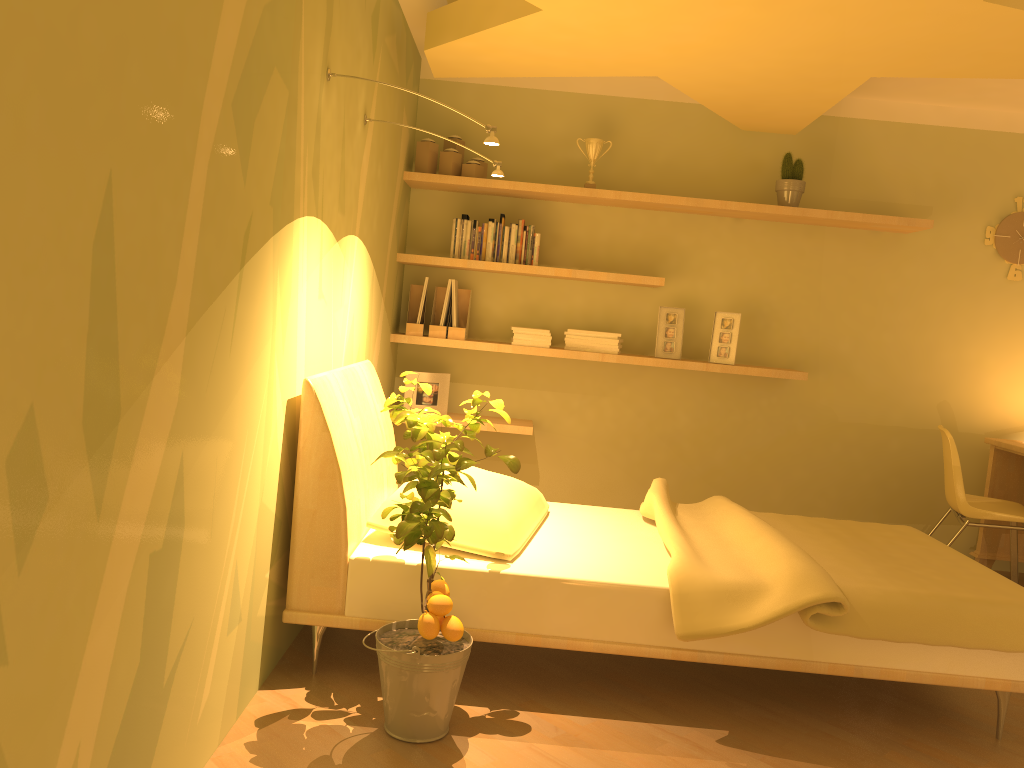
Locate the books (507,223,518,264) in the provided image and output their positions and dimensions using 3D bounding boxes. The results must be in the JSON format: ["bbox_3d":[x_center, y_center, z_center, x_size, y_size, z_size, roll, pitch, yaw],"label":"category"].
[{"bbox_3d":[0.002,-0.707,4.517,0.040,0.203,0.157,5,5,0],"label":"books"}]

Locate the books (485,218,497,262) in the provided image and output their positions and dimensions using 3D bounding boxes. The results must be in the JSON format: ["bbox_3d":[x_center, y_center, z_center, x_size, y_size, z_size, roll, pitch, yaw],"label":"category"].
[{"bbox_3d":[-0.106,-0.723,4.512,0.038,0.217,0.166,5,5,0],"label":"books"}]

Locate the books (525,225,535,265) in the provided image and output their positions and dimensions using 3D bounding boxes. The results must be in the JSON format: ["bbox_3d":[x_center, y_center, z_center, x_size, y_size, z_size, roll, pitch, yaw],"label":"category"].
[{"bbox_3d":[0.092,-0.698,4.516,0.032,0.203,0.157,5,5,0],"label":"books"}]

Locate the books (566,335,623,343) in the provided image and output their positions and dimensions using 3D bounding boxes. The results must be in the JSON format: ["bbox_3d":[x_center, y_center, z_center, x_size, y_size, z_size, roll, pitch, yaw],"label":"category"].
[{"bbox_3d":[0.425,-0.233,4.543,0.270,0.015,0.190,6,5,13],"label":"books"}]

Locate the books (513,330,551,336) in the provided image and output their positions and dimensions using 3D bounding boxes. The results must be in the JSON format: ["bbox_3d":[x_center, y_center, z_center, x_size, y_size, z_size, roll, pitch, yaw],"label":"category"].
[{"bbox_3d":[0.105,-0.264,4.561,0.190,0.015,0.270,5,5,2],"label":"books"}]

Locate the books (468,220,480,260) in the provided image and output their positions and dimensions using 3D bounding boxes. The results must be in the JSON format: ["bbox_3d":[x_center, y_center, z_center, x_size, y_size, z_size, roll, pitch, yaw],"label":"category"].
[{"bbox_3d":[-0.194,-0.725,4.518,0.032,0.203,0.157,5,5,0],"label":"books"}]

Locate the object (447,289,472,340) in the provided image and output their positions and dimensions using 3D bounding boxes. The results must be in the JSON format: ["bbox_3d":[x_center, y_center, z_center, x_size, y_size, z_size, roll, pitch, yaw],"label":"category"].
[{"bbox_3d":[-0.267,-0.359,4.546,0.087,0.259,0.236,5,5,0],"label":"object"}]

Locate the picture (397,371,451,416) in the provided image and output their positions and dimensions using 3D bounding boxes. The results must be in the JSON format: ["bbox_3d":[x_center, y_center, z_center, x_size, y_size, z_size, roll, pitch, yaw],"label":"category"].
[{"bbox_3d":[-0.448,0.045,4.570,0.247,0.219,0.131,3,5,-22],"label":"picture"}]

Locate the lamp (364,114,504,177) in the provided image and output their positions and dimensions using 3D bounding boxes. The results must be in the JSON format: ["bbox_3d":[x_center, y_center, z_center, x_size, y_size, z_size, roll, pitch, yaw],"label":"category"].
[{"bbox_3d":[-0.285,-0.882,3.282,0.533,0.178,0.050,5,5,0],"label":"lamp"}]

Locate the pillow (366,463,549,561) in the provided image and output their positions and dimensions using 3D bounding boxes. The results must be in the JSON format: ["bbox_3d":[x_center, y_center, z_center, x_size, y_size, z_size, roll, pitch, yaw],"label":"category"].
[{"bbox_3d":[-0.150,0.415,3.080,0.482,0.213,0.801,6,5,10],"label":"pillow"}]

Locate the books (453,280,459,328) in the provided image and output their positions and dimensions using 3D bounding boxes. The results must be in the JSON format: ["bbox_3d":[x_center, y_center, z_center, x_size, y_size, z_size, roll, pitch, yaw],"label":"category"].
[{"bbox_3d":[-0.285,-0.382,4.545,0.043,0.296,0.210,5,5,0],"label":"books"}]

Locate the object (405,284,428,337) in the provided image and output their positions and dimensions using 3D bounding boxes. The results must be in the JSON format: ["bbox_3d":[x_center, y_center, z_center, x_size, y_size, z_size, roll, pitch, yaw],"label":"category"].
[{"bbox_3d":[-0.488,-0.380,4.547,0.087,0.259,0.236,5,5,-5],"label":"object"}]

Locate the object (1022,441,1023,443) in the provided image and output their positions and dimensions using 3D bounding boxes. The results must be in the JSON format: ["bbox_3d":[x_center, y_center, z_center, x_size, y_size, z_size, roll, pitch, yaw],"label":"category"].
[{"bbox_3d":[2.716,0.311,4.420,0.300,0.009,0.040,8,5,30],"label":"object"}]

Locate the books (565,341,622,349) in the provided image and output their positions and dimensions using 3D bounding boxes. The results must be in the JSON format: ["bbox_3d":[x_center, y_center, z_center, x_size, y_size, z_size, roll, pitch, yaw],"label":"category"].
[{"bbox_3d":[0.420,-0.203,4.544,0.270,0.015,0.190,6,5,12],"label":"books"}]

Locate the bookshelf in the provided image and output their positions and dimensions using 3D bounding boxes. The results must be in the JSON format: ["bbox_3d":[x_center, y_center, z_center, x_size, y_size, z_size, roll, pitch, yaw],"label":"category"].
[{"bbox_3d":[0.711,-0.319,4.540,2.605,1.240,0.300,5,5,0],"label":"bookshelf"}]

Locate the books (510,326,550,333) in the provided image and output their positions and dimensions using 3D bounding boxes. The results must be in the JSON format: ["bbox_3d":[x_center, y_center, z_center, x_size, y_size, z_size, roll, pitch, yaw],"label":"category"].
[{"bbox_3d":[0.089,-0.279,4.545,0.190,0.015,0.270,5,5,-2],"label":"books"}]

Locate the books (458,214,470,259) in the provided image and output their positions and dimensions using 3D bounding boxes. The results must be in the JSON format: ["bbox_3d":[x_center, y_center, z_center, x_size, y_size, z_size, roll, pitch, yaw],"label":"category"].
[{"bbox_3d":[-0.246,-0.743,4.526,0.032,0.229,0.138,5,5,0],"label":"books"}]

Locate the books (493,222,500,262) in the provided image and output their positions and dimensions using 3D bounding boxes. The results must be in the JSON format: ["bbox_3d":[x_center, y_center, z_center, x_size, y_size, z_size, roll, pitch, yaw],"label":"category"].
[{"bbox_3d":[-0.079,-0.714,4.518,0.017,0.203,0.155,5,5,0],"label":"books"}]

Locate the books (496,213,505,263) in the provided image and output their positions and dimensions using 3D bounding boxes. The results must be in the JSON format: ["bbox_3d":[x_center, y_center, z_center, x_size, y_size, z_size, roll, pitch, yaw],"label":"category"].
[{"bbox_3d":[-0.058,-0.735,4.515,0.021,0.247,0.157,5,5,0],"label":"books"}]

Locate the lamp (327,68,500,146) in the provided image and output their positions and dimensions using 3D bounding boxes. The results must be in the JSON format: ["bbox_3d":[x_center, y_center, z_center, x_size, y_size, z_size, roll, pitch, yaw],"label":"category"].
[{"bbox_3d":[-0.294,-0.834,2.666,0.533,0.178,0.050,5,5,0],"label":"lamp"}]

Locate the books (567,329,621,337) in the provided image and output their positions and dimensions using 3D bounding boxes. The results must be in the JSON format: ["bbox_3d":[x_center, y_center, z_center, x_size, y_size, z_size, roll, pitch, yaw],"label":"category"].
[{"bbox_3d":[0.424,-0.263,4.548,0.270,0.015,0.190,6,5,6],"label":"books"}]

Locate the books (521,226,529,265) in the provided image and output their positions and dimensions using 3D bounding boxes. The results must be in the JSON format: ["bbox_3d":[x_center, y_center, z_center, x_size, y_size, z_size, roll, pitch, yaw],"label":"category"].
[{"bbox_3d":[0.065,-0.698,4.516,0.022,0.198,0.157,5,5,0],"label":"books"}]

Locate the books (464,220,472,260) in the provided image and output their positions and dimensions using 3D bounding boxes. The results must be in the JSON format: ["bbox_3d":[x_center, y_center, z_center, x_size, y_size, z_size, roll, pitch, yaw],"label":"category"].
[{"bbox_3d":[-0.221,-0.725,4.518,0.022,0.198,0.157,5,5,0],"label":"books"}]

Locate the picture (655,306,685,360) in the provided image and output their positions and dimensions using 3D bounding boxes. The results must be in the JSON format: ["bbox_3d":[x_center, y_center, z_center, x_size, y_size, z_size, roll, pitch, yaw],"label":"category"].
[{"bbox_3d":[0.807,-0.266,4.596,0.134,0.264,0.171,5,5,0],"label":"picture"}]

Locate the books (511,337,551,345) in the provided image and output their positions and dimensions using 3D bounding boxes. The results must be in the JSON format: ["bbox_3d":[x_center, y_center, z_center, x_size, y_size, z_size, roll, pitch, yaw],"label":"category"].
[{"bbox_3d":[0.094,-0.219,4.559,0.190,0.015,0.270,5,5,-3],"label":"books"}]

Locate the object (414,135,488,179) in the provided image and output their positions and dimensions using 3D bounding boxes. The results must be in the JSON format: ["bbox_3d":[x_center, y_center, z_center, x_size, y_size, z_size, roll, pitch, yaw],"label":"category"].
[{"bbox_3d":[-0.300,-1.148,4.480,0.349,0.229,0.234,5,5,1],"label":"object"}]

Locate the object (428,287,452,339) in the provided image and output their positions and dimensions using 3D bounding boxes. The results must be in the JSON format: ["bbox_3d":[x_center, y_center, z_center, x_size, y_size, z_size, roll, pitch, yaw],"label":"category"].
[{"bbox_3d":[-0.362,-0.368,4.547,0.087,0.259,0.236,5,5,0],"label":"object"}]

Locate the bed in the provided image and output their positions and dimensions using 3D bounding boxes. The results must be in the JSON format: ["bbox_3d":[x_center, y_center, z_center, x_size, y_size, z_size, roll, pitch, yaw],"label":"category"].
[{"bbox_3d":[0.541,0.496,3.066,2.378,0.894,1.286,5,5,0],"label":"bed"}]

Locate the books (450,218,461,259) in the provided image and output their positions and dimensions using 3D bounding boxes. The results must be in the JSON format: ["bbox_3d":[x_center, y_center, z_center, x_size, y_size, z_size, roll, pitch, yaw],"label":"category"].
[{"bbox_3d":[-0.283,-0.733,4.518,0.040,0.203,0.157,5,5,0],"label":"books"}]

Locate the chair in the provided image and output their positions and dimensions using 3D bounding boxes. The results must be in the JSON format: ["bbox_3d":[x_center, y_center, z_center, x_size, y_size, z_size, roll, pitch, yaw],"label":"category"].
[{"bbox_3d":[2.187,0.613,4.194,0.546,0.785,0.531,7,5,20],"label":"chair"}]

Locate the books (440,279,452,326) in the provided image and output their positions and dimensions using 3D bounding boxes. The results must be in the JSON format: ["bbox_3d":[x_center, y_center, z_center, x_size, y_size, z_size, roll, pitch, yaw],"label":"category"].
[{"bbox_3d":[-0.338,-0.386,4.543,0.048,0.297,0.214,5,5,0],"label":"books"}]

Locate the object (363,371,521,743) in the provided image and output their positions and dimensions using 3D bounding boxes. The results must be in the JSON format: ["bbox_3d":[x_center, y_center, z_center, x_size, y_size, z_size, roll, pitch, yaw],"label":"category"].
[{"bbox_3d":[-0.189,0.465,2.268,0.372,0.944,0.828,5,5,-6],"label":"object"}]

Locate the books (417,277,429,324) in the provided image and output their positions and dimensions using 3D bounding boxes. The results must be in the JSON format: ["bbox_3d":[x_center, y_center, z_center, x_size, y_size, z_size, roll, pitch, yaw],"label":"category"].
[{"bbox_3d":[-0.463,-0.398,4.545,0.048,0.297,0.214,5,5,-5],"label":"books"}]

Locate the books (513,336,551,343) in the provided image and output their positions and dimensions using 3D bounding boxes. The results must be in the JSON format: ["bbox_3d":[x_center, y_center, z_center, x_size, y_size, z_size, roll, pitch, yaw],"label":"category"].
[{"bbox_3d":[0.104,-0.234,4.562,0.190,0.015,0.270,5,5,1],"label":"books"}]

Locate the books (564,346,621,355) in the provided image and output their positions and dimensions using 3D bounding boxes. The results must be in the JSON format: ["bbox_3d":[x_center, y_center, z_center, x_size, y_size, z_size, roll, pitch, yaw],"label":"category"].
[{"bbox_3d":[0.416,-0.174,4.555,0.270,0.015,0.190,6,5,11],"label":"books"}]

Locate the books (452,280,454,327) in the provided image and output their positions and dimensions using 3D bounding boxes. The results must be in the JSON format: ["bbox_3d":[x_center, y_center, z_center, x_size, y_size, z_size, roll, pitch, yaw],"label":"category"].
[{"bbox_3d":[-0.294,-0.381,4.541,0.036,0.296,0.210,5,5,0],"label":"books"}]

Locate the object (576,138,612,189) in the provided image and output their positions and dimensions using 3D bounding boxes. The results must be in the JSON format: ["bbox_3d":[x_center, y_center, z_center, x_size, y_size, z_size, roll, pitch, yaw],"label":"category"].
[{"bbox_3d":[0.406,-1.104,4.496,0.160,0.268,0.095,3,5,-29],"label":"object"}]

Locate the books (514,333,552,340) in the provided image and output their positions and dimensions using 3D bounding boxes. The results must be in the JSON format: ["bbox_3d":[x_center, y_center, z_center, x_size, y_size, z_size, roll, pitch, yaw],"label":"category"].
[{"bbox_3d":[0.105,-0.248,4.554,0.190,0.015,0.270,5,5,0],"label":"books"}]

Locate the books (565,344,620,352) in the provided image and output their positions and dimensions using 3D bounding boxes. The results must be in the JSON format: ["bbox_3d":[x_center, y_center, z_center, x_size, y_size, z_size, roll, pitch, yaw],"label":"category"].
[{"bbox_3d":[0.417,-0.189,4.554,0.270,0.015,0.190,6,5,8],"label":"books"}]

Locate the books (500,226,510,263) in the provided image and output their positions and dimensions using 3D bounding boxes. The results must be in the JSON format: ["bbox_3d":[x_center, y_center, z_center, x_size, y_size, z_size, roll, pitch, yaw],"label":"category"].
[{"bbox_3d":[-0.034,-0.700,4.510,0.032,0.184,0.173,5,5,0],"label":"books"}]

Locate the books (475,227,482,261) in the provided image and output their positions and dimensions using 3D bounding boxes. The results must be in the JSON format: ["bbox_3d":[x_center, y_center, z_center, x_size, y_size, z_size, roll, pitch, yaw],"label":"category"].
[{"bbox_3d":[-0.169,-0.707,4.519,0.021,0.172,0.157,5,5,0],"label":"books"}]

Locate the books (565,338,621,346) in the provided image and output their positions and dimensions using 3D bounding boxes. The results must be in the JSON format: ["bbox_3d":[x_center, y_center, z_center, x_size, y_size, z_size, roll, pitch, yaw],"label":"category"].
[{"bbox_3d":[0.416,-0.218,4.545,0.270,0.015,0.190,6,5,11],"label":"books"}]

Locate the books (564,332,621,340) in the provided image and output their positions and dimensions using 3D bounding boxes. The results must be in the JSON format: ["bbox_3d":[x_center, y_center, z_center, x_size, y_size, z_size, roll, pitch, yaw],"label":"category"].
[{"bbox_3d":[0.416,-0.250,4.561,0.270,0.015,0.190,6,5,11],"label":"books"}]

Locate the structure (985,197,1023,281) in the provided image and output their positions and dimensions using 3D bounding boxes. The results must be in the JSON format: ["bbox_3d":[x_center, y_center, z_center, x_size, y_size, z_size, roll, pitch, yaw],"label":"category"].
[{"bbox_3d":[2.649,-0.755,4.615,0.360,0.432,0.027,5,5,0],"label":"structure"}]

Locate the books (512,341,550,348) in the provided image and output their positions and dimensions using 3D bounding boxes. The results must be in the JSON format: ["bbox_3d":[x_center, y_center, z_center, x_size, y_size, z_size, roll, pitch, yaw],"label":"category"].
[{"bbox_3d":[0.093,-0.204,4.560,0.190,0.015,0.270,5,5,0],"label":"books"}]

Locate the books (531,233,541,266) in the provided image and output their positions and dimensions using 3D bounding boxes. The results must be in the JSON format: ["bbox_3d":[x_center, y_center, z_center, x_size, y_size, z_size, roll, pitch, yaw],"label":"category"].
[{"bbox_3d":[0.121,-0.675,4.507,0.032,0.163,0.178,5,5,0],"label":"books"}]

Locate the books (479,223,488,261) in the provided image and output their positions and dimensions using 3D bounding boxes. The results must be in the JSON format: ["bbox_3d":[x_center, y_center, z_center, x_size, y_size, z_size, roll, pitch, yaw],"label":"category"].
[{"bbox_3d":[-0.141,-0.715,4.524,0.032,0.193,0.146,5,5,0],"label":"books"}]

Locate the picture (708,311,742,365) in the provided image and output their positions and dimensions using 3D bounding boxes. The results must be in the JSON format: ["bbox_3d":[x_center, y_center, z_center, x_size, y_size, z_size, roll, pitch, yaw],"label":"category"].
[{"bbox_3d":[1.108,-0.234,4.552,0.134,0.264,0.171,8,5,27],"label":"picture"}]

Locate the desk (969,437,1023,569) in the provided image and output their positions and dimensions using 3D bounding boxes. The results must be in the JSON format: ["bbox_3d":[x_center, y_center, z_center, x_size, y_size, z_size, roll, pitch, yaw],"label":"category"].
[{"bbox_3d":[2.745,0.719,3.939,0.684,0.720,1.396,5,5,0],"label":"desk"}]

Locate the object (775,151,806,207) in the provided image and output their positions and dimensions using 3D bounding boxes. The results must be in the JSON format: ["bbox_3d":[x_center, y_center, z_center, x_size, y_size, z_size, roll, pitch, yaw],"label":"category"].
[{"bbox_3d":[1.399,-1.022,4.447,0.145,0.294,0.145,4,5,-18],"label":"object"}]

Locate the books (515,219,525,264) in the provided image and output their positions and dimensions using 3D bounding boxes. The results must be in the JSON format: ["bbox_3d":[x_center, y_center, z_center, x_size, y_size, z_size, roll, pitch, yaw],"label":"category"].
[{"bbox_3d":[0.040,-0.717,4.525,0.032,0.229,0.138,5,5,0],"label":"books"}]
